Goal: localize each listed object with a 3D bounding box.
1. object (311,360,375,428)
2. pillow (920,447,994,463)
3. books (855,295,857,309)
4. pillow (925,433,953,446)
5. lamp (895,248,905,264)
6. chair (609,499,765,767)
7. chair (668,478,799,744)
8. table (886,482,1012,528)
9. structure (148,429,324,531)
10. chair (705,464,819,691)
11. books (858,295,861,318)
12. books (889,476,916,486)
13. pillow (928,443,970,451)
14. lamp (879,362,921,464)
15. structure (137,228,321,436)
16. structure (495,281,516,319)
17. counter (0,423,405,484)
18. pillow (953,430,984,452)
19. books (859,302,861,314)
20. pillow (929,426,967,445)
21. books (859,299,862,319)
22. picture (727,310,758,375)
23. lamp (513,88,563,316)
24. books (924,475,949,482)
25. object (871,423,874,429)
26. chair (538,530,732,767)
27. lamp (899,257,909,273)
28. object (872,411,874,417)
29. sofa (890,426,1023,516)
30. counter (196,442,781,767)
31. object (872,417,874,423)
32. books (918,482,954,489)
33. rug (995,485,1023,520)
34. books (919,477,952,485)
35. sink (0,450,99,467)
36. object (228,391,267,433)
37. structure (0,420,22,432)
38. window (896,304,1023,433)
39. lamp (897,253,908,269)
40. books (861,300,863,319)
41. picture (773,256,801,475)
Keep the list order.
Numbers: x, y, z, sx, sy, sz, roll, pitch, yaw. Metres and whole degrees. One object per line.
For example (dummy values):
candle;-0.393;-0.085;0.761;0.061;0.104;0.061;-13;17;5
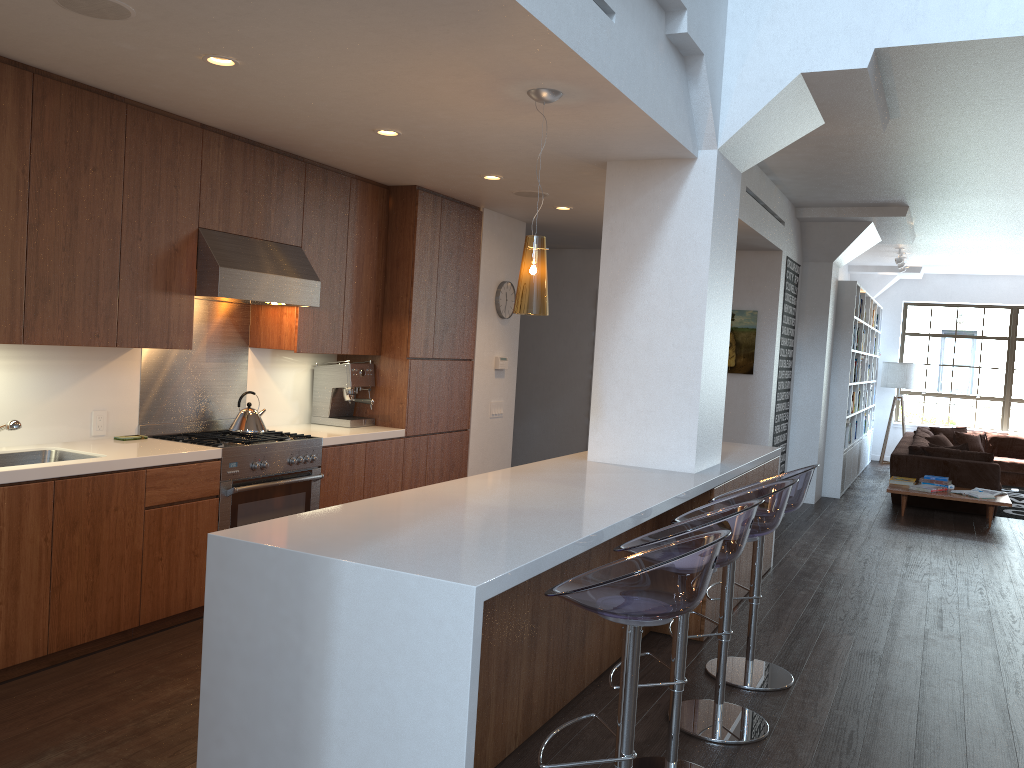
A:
object;-1.083;0.063;6.001;0.439;0.455;0.284;5;3;26
pillow;4.852;0.879;9.683;0.750;0.364;0.289;5;3;25
books;3.842;-0.894;10.144;0.170;0.251;0.118;5;3;26
pillow;5.468;0.829;11.268;0.325;0.391;0.625;6;3;42
lamp;4.867;-1.606;11.139;0.120;0.211;0.111;2;3;-30
chair;0.566;0.866;2.997;0.481;1.014;0.530;5;3;24
chair;0.861;0.860;3.562;0.481;1.014;0.530;5;3;24
table;4.422;1.222;9.024;1.100;0.271;0.853;5;3;26
structure;-1.557;0.747;4.976;0.662;0.919;0.811;5;3;26
chair;1.138;0.853;4.129;0.481;1.014;0.530;5;3;28
books;4.033;-0.915;10.547;0.197;0.290;0.136;5;3;26
books;4.144;1.030;9.402;0.241;0.045;0.334;5;3;27
pillow;4.938;0.831;9.937;0.269;0.411;0.559;3;3;-18
lamp;5.991;0.459;13.783;0.545;1.579;0.545;4;3;15
structure;-1.555;-0.258;4.962;0.529;1.110;0.811;5;3;26
structure;-0.050;-0.676;7.141;0.040;0.300;0.300;5;3;26
counter;-1.955;0.333;4.152;0.600;0.050;4.387;5;3;26
pillow;6.417;0.837;12.498;0.489;0.337;0.238;3;2;-5
books;4.076;-0.895;10.605;0.159;0.248;0.089;5;3;26
pillow;6.289;0.804;12.668;0.580;0.418;0.334;4;2;-1
books;4.093;-0.897;10.634;0.182;0.253;0.098;5;3;26
picture;2.080;-0.404;8.422;0.450;0.600;0.030;5;3;26
lamp;1.356;-1.134;4.175;2.842;1.807;0.149;2;3;-25
books;4.459;0.990;9.316;0.224;0.027;0.157;5;3;31
object;5.411;0.638;13.721;0.331;0.088;0.410;5;3;26
chair;0.314;0.875;2.417;0.481;1.014;0.530;5;3;28
lamp;5.318;-1.618;12.059;0.120;0.211;0.111;4;2;0
object;5.415;0.462;13.717;0.316;0.088;0.410;5;3;26
sofa;6.576;1.083;10.793;3.481;0.664;4.197;5;3;26
counter;0.595;0.963;2.639;3.039;0.860;8.182;3;2;-3
object;5.416;0.550;13.718;0.331;0.088;0.410;5;3;26
books;4.454;1.057;9.317;0.312;0.037;0.216;4;3;16
rug;7.547;1.518;9.756;4.200;0.007;3.100;5;3;27
books;4.454;1.020;9.321;0.279;0.035;0.191;5;3;36
sink;-2.137;0.395;3.769;0.440;0.137;0.740;5;3;26
object;-1.552;0.158;5.232;0.222;0.235;0.222;4;2;1
structure;-2.253;0.225;3.847;0.263;0.155;0.064;4;2;9
window;8.357;-0.161;13.297;4.648;1.905;0.114;5;3;26
lamp;5.090;-1.612;11.593;0.120;0.211;0.111;3;3;-15
books;4.171;-0.901;10.806;0.182;0.255;0.077;5;3;26
picture;2.722;-0.036;8.836;0.021;2.380;0.800;5;3;26
